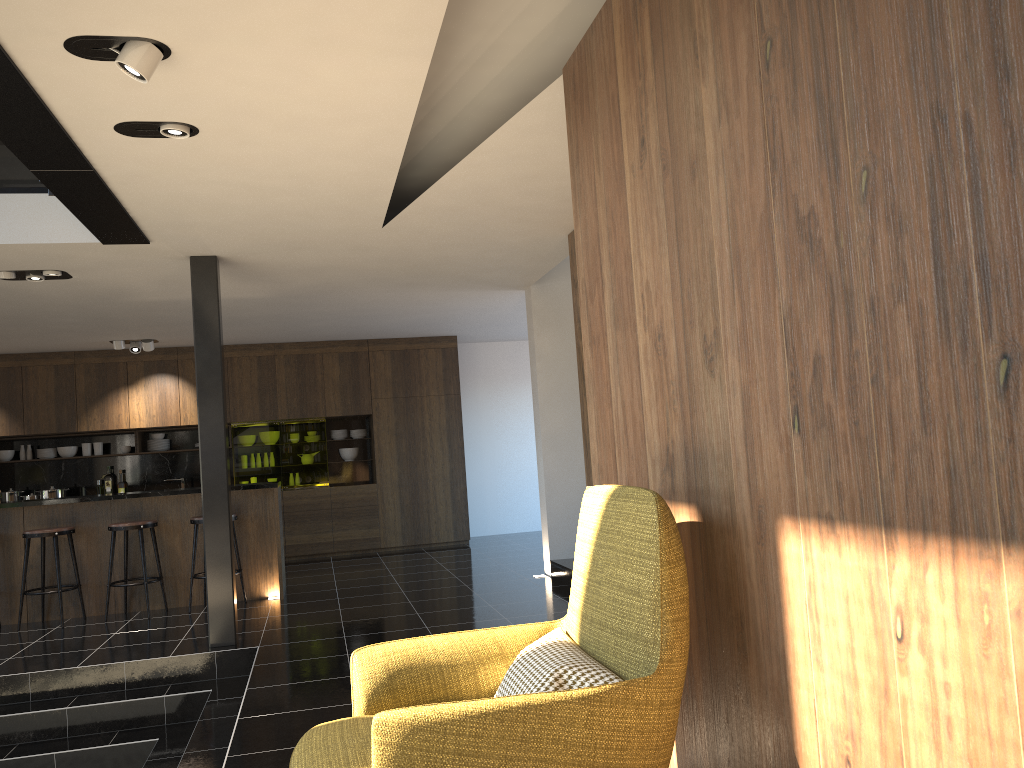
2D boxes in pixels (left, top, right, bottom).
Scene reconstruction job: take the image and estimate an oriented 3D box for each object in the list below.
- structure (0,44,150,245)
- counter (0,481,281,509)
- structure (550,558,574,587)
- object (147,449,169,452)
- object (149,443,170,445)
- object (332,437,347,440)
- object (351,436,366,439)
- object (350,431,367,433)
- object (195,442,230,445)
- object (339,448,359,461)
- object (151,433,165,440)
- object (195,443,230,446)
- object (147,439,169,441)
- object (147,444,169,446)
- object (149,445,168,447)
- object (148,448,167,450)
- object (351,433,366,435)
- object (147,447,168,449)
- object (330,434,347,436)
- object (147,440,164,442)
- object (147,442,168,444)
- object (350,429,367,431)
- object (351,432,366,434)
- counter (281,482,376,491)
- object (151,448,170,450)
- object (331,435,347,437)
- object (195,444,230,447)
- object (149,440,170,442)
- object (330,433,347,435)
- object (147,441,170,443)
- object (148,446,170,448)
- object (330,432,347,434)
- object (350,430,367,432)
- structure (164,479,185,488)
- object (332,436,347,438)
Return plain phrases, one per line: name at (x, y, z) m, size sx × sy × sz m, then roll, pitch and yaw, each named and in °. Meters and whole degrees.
structure at (-2.850, 0.067, 1.757) m, size 3.447 × 4.864 × 7.286 m, roll -3°, pitch -4°, yaw -14°
counter at (-3.917, 1.030, 7.901) m, size 3.573 × 0.041 × 0.699 m, roll -3°, pitch -4°, yaw -13°
structure at (1.935, -0.051, 5.176) m, size 1.963 × 3.015 × 6.669 m, roll -3°, pitch -4°, yaw -13°
object at (-4.481, 0.846, 11.248) m, size 0.269 × 0.024 × 0.269 m, roll -6°, pitch -4°, yaw 25°
object at (-4.486, 0.774, 11.252) m, size 0.269 × 0.024 × 0.269 m, roll -6°, pitch -4°, yaw 25°
object at (-2.274, 0.719, 11.669) m, size 0.220 × 0.033 × 0.220 m, roll -4°, pitch -4°, yaw -3°
object at (-2.026, 0.705, 11.725) m, size 0.220 × 0.033 × 0.220 m, roll -2°, pitch -4°, yaw -29°
object at (-2.030, 0.647, 11.728) m, size 0.220 × 0.033 × 0.220 m, roll -2°, pitch -4°, yaw -29°
object at (-3.820, 0.772, 11.331) m, size 0.438 × 0.039 × 0.438 m, roll -6°, pitch -4°, yaw 23°
object at (-2.144, 0.932, 11.693) m, size 0.264 × 0.170 × 0.264 m, roll -1°, pitch -5°, yaw -38°
object at (-4.496, 0.677, 11.256) m, size 0.168 × 0.087 × 0.168 m, roll -4°, pitch -4°, yaw 7°
object at (-3.819, 0.787, 11.331) m, size 0.438 × 0.039 × 0.438 m, roll -6°, pitch -4°, yaw 23°
object at (-4.490, 0.720, 11.255) m, size 0.269 × 0.024 × 0.269 m, roll -6°, pitch -4°, yaw 25°
object at (-4.485, 0.783, 11.252) m, size 0.269 × 0.024 × 0.269 m, roll -6°, pitch -4°, yaw 25°
object at (-4.485, 0.791, 11.251) m, size 0.269 × 0.024 × 0.269 m, roll -6°, pitch -4°, yaw 25°
object at (-4.482, 0.829, 11.249) m, size 0.269 × 0.024 × 0.269 m, roll -6°, pitch -4°, yaw 25°
object at (-2.028, 0.670, 11.727) m, size 0.220 × 0.033 × 0.220 m, roll -2°, pitch -4°, yaw -29°
object at (-4.483, 0.818, 11.250) m, size 0.269 × 0.024 × 0.269 m, roll -6°, pitch -4°, yaw 25°
object at (-2.276, 0.683, 11.671) m, size 0.220 × 0.033 × 0.220 m, roll -4°, pitch -4°, yaw -3°
object at (-4.489, 0.729, 11.255) m, size 0.269 × 0.024 × 0.269 m, roll -6°, pitch -4°, yaw 25°
object at (-4.487, 0.756, 11.253) m, size 0.269 × 0.024 × 0.269 m, roll -6°, pitch -4°, yaw 25°
object at (-2.032, 0.624, 11.730) m, size 0.220 × 0.033 × 0.220 m, roll -2°, pitch -4°, yaw -29°
object at (-2.029, 0.657, 11.728) m, size 0.220 × 0.033 × 0.220 m, roll -2°, pitch -4°, yaw -29°
counter at (-4.035, 1.411, 11.073) m, size 4.590 × 0.005 × 0.863 m, roll -3°, pitch -4°, yaw -13°
object at (-4.482, 0.838, 11.249) m, size 0.269 × 0.024 × 0.269 m, roll -6°, pitch -4°, yaw 25°
object at (-2.275, 0.694, 11.670) m, size 0.220 × 0.033 × 0.220 m, roll -4°, pitch -4°, yaw -3°
object at (-3.818, 0.799, 11.330) m, size 0.438 × 0.039 × 0.438 m, roll -6°, pitch -4°, yaw 23°
object at (-4.489, 0.737, 11.254) m, size 0.269 × 0.024 × 0.269 m, roll -6°, pitch -4°, yaw 25°
object at (-2.277, 0.671, 11.672) m, size 0.220 × 0.033 × 0.220 m, roll -4°, pitch -4°, yaw -3°
object at (-4.488, 0.747, 11.254) m, size 0.269 × 0.024 × 0.269 m, roll -6°, pitch -4°, yaw 25°
object at (-4.483, 0.811, 11.250) m, size 0.269 × 0.024 × 0.269 m, roll -6°, pitch -4°, yaw 25°
object at (-2.278, 0.660, 11.672) m, size 0.220 × 0.033 × 0.220 m, roll -4°, pitch -4°, yaw -3°
object at (-2.031, 0.637, 11.729) m, size 0.220 × 0.033 × 0.220 m, roll -2°, pitch -4°, yaw -29°
structure at (-4.156, 1.290, 10.910) m, size 0.242 × 0.231 × 0.174 m, roll -3°, pitch -4°, yaw -13°
object at (-2.275, 0.706, 11.670) m, size 0.220 × 0.033 × 0.220 m, roll -4°, pitch -4°, yaw -3°
